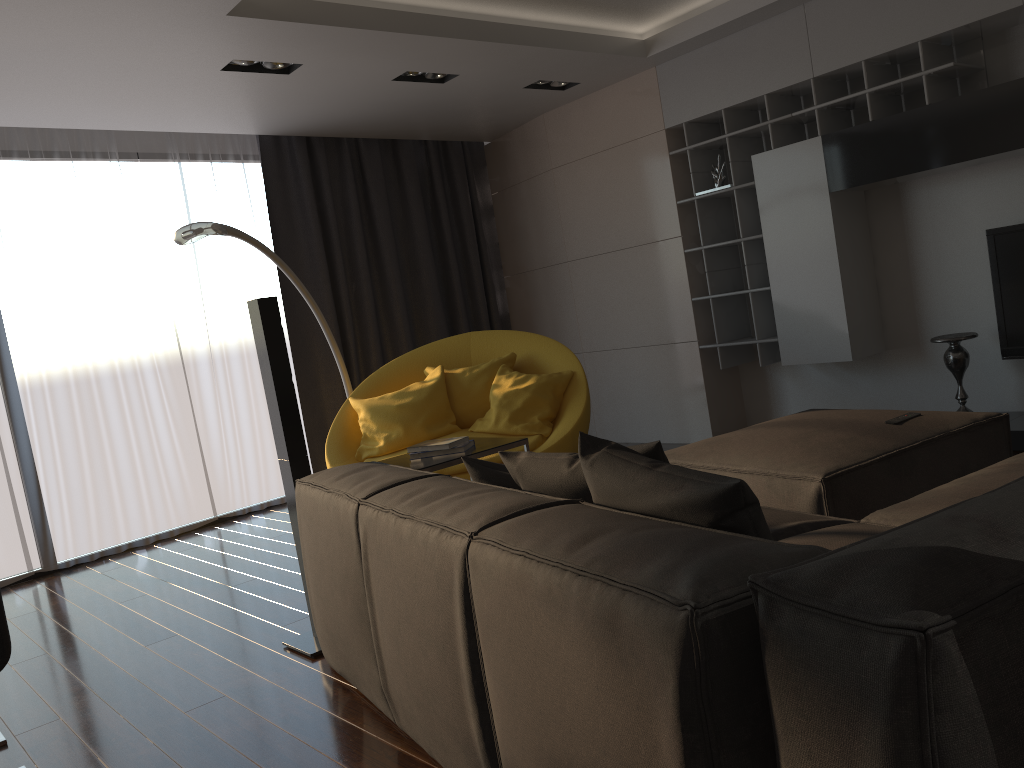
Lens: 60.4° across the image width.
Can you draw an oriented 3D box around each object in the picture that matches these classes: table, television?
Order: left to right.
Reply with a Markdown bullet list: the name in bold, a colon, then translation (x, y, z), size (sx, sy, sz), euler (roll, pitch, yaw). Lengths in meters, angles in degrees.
- **table**: translation (-0.258, 0.560, 3.596), size (0.633, 0.563, 0.426), euler (-13, 6, -40)
- **television**: translation (2.922, -0.491, 4.280), size (0.152, 0.715, 1.042), euler (-14, 6, -39)

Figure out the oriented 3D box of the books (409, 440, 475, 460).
- **books**: translation (-0.284, 0.267, 3.593), size (0.228, 0.023, 0.165), euler (-9, 5, 9)

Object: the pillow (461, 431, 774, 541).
- **pillow**: translation (0.815, 0.184, 1.945), size (2.062, 0.431, 1.075), euler (-8, 5, 11)

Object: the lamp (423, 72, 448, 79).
- **lamp**: translation (-0.437, -1.836, 5.155), size (0.185, 0.077, 0.168), euler (-12, 5, -28)

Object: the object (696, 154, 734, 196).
- **object**: translation (1.353, -1.345, 5.605), size (0.300, 0.227, 0.269), euler (-13, 6, -40)

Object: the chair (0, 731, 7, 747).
- **chair**: translation (-1.973, 0.706, 2.709), size (0.603, 0.965, 0.404), euler (-14, 6, -40)

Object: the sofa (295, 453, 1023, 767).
- **sofa**: translation (1.041, 0.351, 2.609), size (2.868, 0.704, 2.364), euler (-12, 5, -30)

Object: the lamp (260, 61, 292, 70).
- **lamp**: translation (-1.198, -1.660, 4.501), size (0.185, 0.077, 0.168), euler (-12, 5, -28)

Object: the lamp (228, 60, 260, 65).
- **lamp**: translation (-1.340, -1.627, 4.379), size (0.167, 0.077, 0.186), euler (-5, 6, 45)

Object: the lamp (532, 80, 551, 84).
- **lamp**: translation (0.183, -1.979, 5.687), size (0.184, 0.077, 0.170), euler (-11, 5, -21)

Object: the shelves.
- **shelves**: translation (1.858, -0.945, 5.214), size (0.400, 1.602, 1.818), euler (-14, 6, -39)

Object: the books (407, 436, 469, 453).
- **books**: translation (-0.302, 0.247, 3.593), size (0.197, 0.022, 0.161), euler (-7, 5, 26)

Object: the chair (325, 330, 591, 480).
- **chair**: translation (-0.285, 0.231, 4.981), size (1.478, 1.006, 1.166), euler (-8, 5, 16)

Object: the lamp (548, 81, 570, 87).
- **lamp**: translation (0.325, -2.012, 5.809), size (0.185, 0.077, 0.168), euler (-12, 5, -28)

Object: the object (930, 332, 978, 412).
- **object**: translation (2.392, -0.027, 4.702), size (0.226, 0.475, 0.253), euler (-5, 6, 42)

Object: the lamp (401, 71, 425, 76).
- **lamp**: translation (-0.579, -1.803, 5.032), size (0.184, 0.077, 0.170), euler (-11, 5, -21)

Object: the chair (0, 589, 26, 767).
- **chair**: translation (-1.552, 0.678, 2.197), size (0.603, 0.965, 0.404), euler (-14, 6, -40)

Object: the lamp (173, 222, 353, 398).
- **lamp**: translation (-0.559, -0.221, 6.287), size (0.555, 1.780, 4.433), euler (-7, 5, 31)

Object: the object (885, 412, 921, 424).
- **object**: translation (1.531, 0.134, 3.443), size (0.219, 0.015, 0.048), euler (-13, 6, -40)

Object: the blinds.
- **blinds**: translation (-2.887, -0.285, 4.861), size (0.708, 2.896, 7.905), euler (-5, 6, 43)

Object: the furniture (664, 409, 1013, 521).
- **furniture**: translation (1.273, 0.366, 3.610), size (1.147, 0.440, 1.044), euler (-12, 5, -30)

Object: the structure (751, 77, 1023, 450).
- **structure**: translation (2.560, -0.585, 4.395), size (0.507, 1.768, 2.728), euler (-14, 6, -39)
